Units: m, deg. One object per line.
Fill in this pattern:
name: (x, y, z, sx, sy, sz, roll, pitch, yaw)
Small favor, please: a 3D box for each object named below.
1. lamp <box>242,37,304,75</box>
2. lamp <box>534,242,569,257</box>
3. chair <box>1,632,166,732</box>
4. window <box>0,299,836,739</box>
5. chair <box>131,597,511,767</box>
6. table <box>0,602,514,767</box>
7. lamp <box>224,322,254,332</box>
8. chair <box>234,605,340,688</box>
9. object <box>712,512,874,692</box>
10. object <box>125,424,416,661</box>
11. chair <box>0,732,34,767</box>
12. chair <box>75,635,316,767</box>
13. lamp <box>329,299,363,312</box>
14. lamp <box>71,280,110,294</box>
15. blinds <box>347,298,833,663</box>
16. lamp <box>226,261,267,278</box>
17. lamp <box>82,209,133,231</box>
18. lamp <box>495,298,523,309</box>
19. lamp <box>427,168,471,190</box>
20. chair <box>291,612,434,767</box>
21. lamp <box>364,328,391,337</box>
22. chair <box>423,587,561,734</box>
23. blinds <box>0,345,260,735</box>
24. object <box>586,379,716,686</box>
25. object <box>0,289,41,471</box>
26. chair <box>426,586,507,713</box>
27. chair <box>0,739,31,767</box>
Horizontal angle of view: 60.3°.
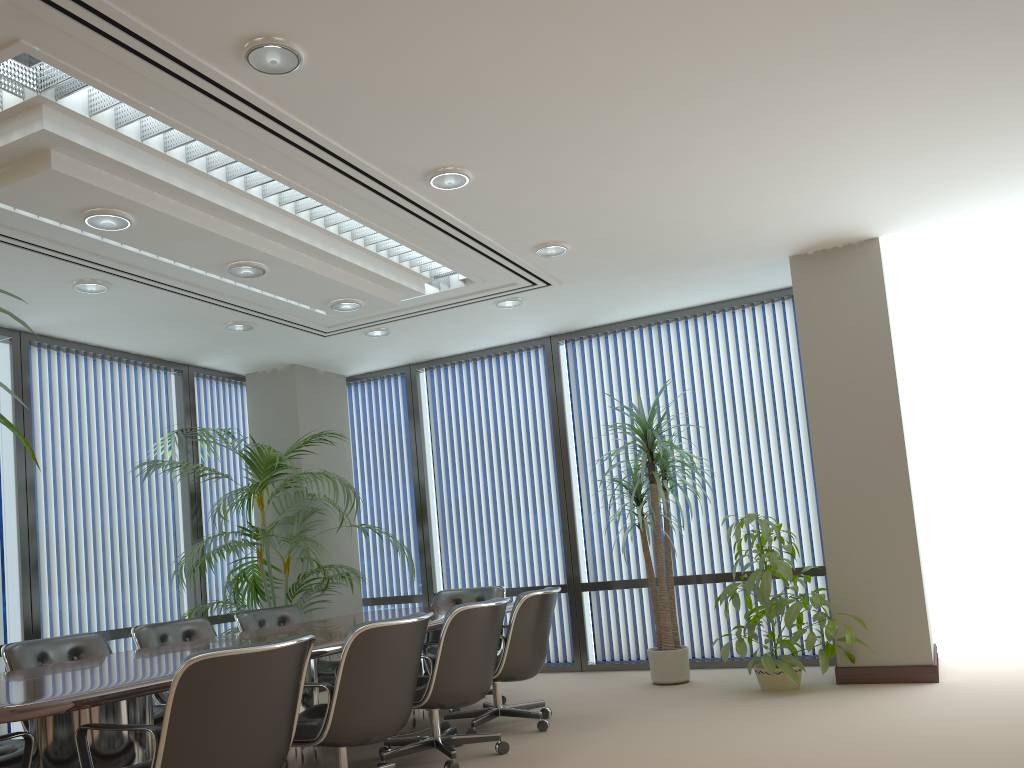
lamp: (-0.899, -1.228, 3.321, 0.226, 0.035, 0.227, -8, -11, 14)
lamp: (0.256, -0.867, 5.730, 0.225, 0.035, 0.228, 4, -14, -40)
chair: (-2.270, 1.802, 4.826, 0.857, 0.850, 0.764, -9, -8, 25)
window: (-1.527, 1.169, 7.595, 7.361, 2.882, 3.583, -2, -9, -19)
chair: (-1.152, 1.781, 5.234, 2.542, 0.849, 0.763, -10, -9, 25)
table: (-1.308, 1.778, 4.868, 1.515, 0.741, 4.101, -10, -12, 24)
lamp: (-2.120, -0.438, 6.856, 0.225, 0.035, 0.228, 4, -14, -40)
chair: (-1.499, 2.024, 6.336, 0.858, 0.850, 0.763, -10, -9, 30)
object: (1.876, 1.537, 6.146, 0.978, 1.299, 0.867, -5, -7, -4)
object: (-2.049, 1.462, 7.431, 2.169, 2.452, 2.111, 2, -10, -44)
chair: (-2.136, 1.454, 3.080, 0.763, 0.849, 0.858, -9, -9, 25)
chair: (-1.188, 1.419, 3.339, 0.863, 0.850, 0.757, -9, -9, 29)
lamp: (-1.111, -0.522, 5.909, 0.225, 0.035, 0.228, 4, -14, -40)
lamp: (-2.698, -0.619, 5.651, 0.225, 0.035, 0.228, 4, -14, -40)
blinds: (0.223, 1.118, 8.180, 4.958, 2.879, 0.051, -10, -6, 25)
lamp: (-1.520, -0.649, 5.058, 0.225, 0.035, 0.228, 4, -14, -40)
lamp: (-1.928, -0.777, 4.207, 0.227, 0.035, 0.226, -15, -14, 41)
lamp: (-0.023, -0.624, 6.865, 0.226, 0.035, 0.227, -8, -11, 14)
lamp: (-0.321, -1.047, 4.526, 0.225, 0.035, 0.228, 4, -14, -40)
chair: (-0.767, 1.531, 4.114, 0.857, 0.850, 0.764, -9, -8, 25)
lamp: (-1.127, -0.425, 7.388, 0.227, 0.035, 0.226, -13, -13, 35)
chair: (-0.080, 1.763, 5.638, 0.856, 0.850, 0.740, -8, -8, 20)
blinds: (-3.312, 1.194, 6.936, 0.032, 2.874, 4.932, -7, -9, 25)
object: (1.142, 1.161, 6.849, 1.017, 2.290, 1.043, -5, -6, 0)
object: (-1.089, 0.303, 1.136, 0.806, 1.813, 0.826, -5, -6, 0)
chair: (-0.421, 1.990, 6.659, 0.763, 0.849, 0.858, -9, -9, 25)
chair: (-2.601, 1.681, 4.042, 0.856, 0.850, 0.765, -8, -8, 20)
